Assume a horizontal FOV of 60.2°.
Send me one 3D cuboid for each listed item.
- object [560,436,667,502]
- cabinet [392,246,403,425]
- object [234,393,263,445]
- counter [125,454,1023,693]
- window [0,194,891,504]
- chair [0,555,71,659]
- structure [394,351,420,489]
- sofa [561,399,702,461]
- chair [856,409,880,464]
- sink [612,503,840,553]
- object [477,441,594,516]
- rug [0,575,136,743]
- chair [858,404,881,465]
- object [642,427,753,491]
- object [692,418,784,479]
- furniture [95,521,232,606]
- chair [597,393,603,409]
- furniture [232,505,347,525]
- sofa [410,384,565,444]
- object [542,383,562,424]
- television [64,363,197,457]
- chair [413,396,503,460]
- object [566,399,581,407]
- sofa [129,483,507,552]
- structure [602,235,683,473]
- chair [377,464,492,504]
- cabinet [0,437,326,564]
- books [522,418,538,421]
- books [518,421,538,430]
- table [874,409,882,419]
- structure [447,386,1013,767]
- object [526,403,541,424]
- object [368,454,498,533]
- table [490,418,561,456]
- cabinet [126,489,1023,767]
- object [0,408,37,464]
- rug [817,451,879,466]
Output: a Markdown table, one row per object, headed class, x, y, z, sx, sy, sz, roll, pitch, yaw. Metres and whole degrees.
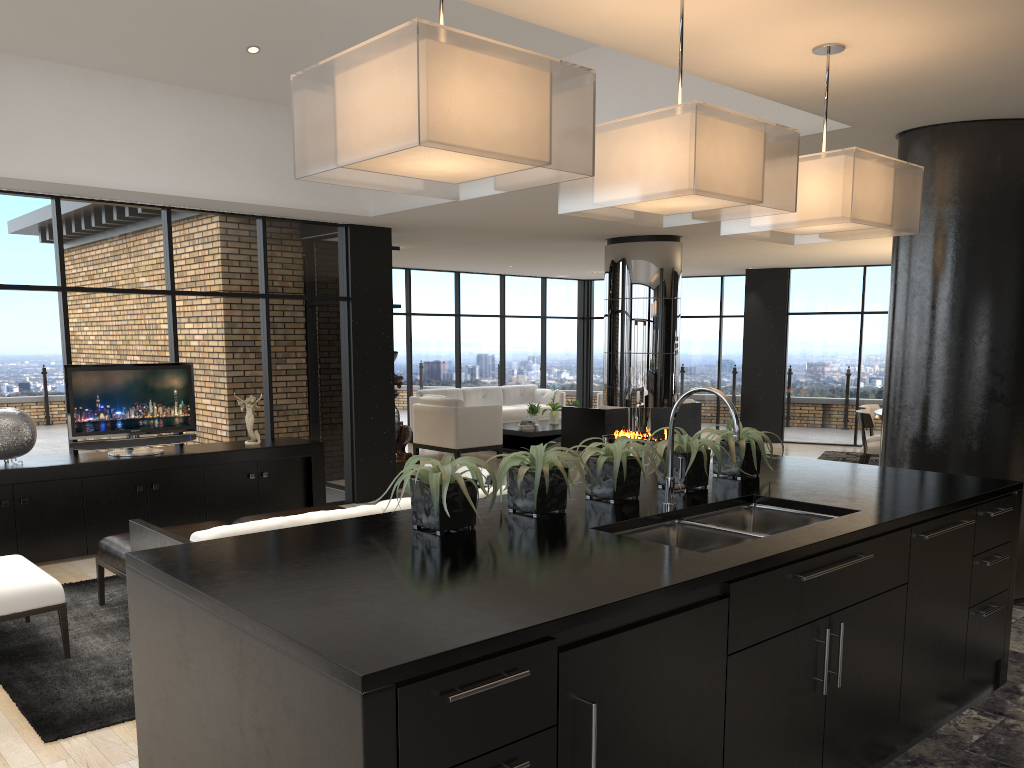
| class | x | y | z | sx | sy | sz | roll | pitch | yaw |
| --- | --- | --- | --- | --- | --- | --- | --- | --- | --- |
| object | 0.324 | 0.303 | 3.193 | 0.406 | 0.219 | 0.394 | -1 | 4 | -17 |
| cabinet | -2.642 | -0.304 | 11.383 | 1.179 | 2.772 | 2.646 | -6 | 8 | -40 |
| object | -2.239 | 0.294 | 7.582 | 0.255 | 0.464 | 0.104 | -6 | 10 | -40 |
| counter | 0.511 | 0.440 | 2.971 | 3.101 | 0.032 | 1.173 | -3 | 4 | -42 |
| window | 0.126 | -1.193 | 8.404 | 10.093 | 4.837 | 15.787 | 3 | 4 | 35 |
| chair | -2.788 | 1.084 | 4.556 | 0.681 | 0.682 | 0.800 | -5 | 7 | -42 |
| structure | -1.464 | 0.349 | 9.950 | 0.514 | 1.612 | 0.726 | -7 | 10 | -41 |
| sofa | 1.680 | 0.625 | 12.313 | 2.023 | 0.812 | 0.833 | -3 | 6 | -42 |
| chair | 4.355 | 0.722 | 10.383 | 0.615 | 0.815 | 0.636 | 2 | 7 | 19 |
| sink | 0.703 | 0.543 | 2.836 | 0.918 | 0.161 | 0.458 | -3 | 4 | -42 |
| object | 0.044 | 0.305 | 2.941 | 0.406 | 0.242 | 0.394 | -1 | 5 | -17 |
| rug | -1.570 | 1.369 | 5.524 | 3.020 | 0.012 | 2.468 | -3 | 4 | -41 |
| chair | 4.703 | 0.682 | 11.167 | 0.614 | 0.815 | 0.638 | 5 | 8 | 36 |
| object | 0.664 | 0.278 | 3.460 | 0.397 | 0.242 | 0.403 | -1 | 5 | -17 |
| object | 0.986 | 0.265 | 3.712 | 0.406 | 0.242 | 0.394 | -1 | 5 | -17 |
| furniture | -1.962 | 1.138 | 5.373 | 0.824 | 0.488 | 0.823 | -4 | 6 | -42 |
| chair | 2.052 | 0.474 | 14.778 | 0.851 | 0.865 | 0.995 | -5 | 7 | -42 |
| furniture | -1.328 | 1.110 | 5.935 | 0.824 | 0.488 | 0.823 | -4 | 6 | -42 |
| sofa | -0.343 | 0.485 | 14.564 | 2.683 | 0.865 | 0.850 | -3 | 6 | -42 |
| object | 0.662 | 0.299 | 13.490 | 0.355 | 0.638 | 0.366 | -3 | 7 | -22 |
| television | -2.982 | 0.196 | 6.969 | 0.931 | 0.720 | 0.404 | -2 | 7 | -23 |
| chair | -0.750 | 0.599 | 12.306 | 0.851 | 0.865 | 0.995 | -5 | 7 | -42 |
| object | 0.962 | 0.417 | 13.800 | 0.283 | 0.374 | 0.213 | 3 | 8 | 26 |
| sofa | -0.889 | 1.004 | 4.824 | 2.023 | 0.812 | 0.833 | -3 | 6 | -42 |
| structure | 1.446 | -0.231 | 9.925 | 0.888 | 2.774 | 0.582 | 6 | 10 | 36 |
| chair | -0.527 | 0.980 | 6.599 | 0.681 | 0.682 | 0.800 | -5 | 7 | -42 |
| cabinet | -2.990 | 0.923 | 7.054 | 3.026 | 0.749 | 0.617 | -3 | 6 | -41 |
| books | 0.254 | 0.514 | 12.759 | 0.184 | 0.027 | 0.154 | 2 | 4 | 39 |
| books | 0.237 | 0.590 | 12.774 | 0.307 | 0.128 | 0.221 | 0 | 4 | -3 |
| table | 4.987 | 0.728 | 10.620 | 1.206 | 0.777 | 2.090 | 2 | 4 | 28 |
| structure | 0.708 | 0.524 | 2.764 | 2.764 | 1.030 | 0.651 | -3 | 7 | -42 |
| object | 0.323 | 0.445 | 13.252 | 0.284 | 0.374 | 0.212 | 1 | 7 | 11 |
| object | -0.207 | 0.331 | 2.646 | 0.397 | 0.219 | 0.403 | -1 | 4 | -17 |
| table | 0.602 | 0.792 | 13.516 | 2.023 | 0.355 | 1.257 | -3 | 4 | -42 |
| cabinet | 0.511 | 0.976 | 3.048 | 3.101 | 1.049 | 1.173 | -3 | 6 | -42 |
| object | -3.693 | 0.379 | 6.375 | 0.462 | 0.412 | 0.460 | 3 | 6 | 30 |
| rug | 5.027 | 1.106 | 10.725 | 2.712 | 0.011 | 3.693 | 1 | 3 | 26 |
